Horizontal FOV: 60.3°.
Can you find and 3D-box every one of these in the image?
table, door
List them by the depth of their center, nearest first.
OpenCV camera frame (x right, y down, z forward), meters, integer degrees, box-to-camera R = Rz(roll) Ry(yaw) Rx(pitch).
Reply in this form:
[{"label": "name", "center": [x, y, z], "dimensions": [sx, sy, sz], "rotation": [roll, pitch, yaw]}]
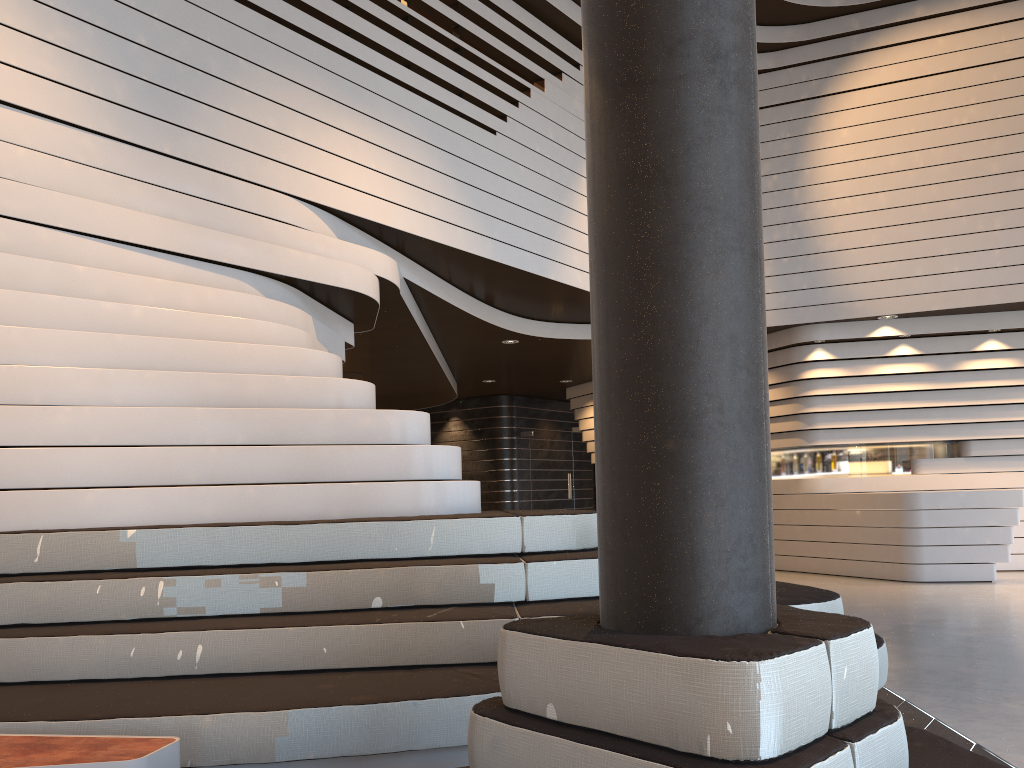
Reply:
[{"label": "table", "center": [-1.363, 1.143, 2.265], "dimensions": [0.908, 0.369, 0.415], "rotation": [-3, -5, 9]}, {"label": "door", "center": [0.860, 1.463, 14.580], "dimensions": [1.788, 2.692, 0.079], "rotation": [-4, -2, 41]}]

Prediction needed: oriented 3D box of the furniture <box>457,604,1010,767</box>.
[{"label": "furniture", "center": [0.401, 0.838, 1.641], "dimensions": [1.764, 0.719, 1.288], "rotation": [0, -6, -18]}]
